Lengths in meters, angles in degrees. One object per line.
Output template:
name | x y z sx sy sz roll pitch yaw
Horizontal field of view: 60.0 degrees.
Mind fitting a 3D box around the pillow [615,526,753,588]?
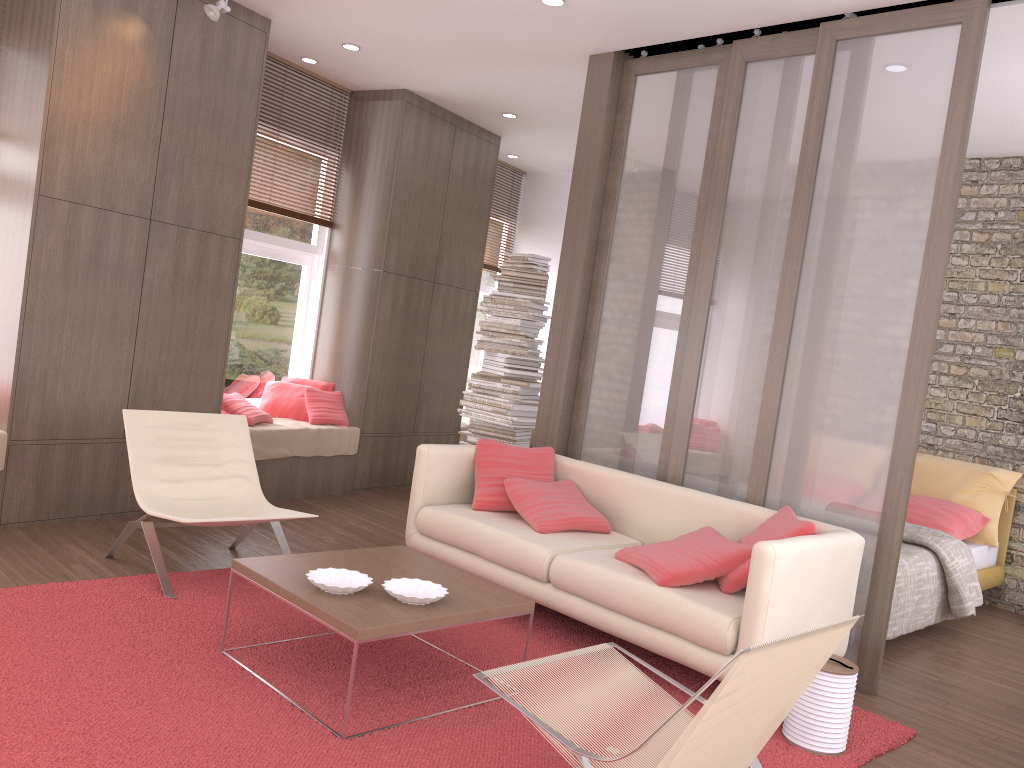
pillow | 0.792 0.783 4.056 0.467 0.224 0.507 7 3 -18

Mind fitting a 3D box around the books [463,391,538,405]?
books | -0.067 0.112 6.905 0.510 0.020 0.399 11 4 44

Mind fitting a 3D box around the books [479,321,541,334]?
books | -0.019 -0.441 6.900 0.379 0.039 0.297 10 3 39

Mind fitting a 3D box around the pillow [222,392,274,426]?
pillow | -1.959 0.177 6.459 0.354 0.200 0.403 9 3 9

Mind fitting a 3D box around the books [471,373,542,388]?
books | -0.010 -0.024 6.887 0.518 0.038 0.341 10 3 29

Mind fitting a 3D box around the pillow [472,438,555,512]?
pillow | 0.017 0.540 5.077 0.498 0.377 0.379 8 3 -11

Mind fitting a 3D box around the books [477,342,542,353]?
books | -0.014 -0.280 6.876 0.446 0.012 0.291 9 3 19

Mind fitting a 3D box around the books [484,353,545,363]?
books | 0.020 -0.202 6.883 0.345 0.010 0.443 7 3 -26

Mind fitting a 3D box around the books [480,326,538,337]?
books | -0.017 -0.407 6.891 0.379 0.028 0.297 9 3 19

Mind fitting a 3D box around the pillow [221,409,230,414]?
pillow | -2.174 0.177 6.363 0.373 0.150 0.397 8 3 -12

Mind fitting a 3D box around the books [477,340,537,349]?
books | -0.033 -0.306 6.903 0.395 0.007 0.308 9 3 19

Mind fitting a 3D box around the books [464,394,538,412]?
books | -0.042 0.150 6.911 0.542 0.046 0.421 11 4 44

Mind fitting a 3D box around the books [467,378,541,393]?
books | -0.056 0.009 6.898 0.469 0.038 0.364 10 3 29

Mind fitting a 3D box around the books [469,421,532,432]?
books | -0.086 0.326 6.863 0.405 0.018 0.300 9 3 24

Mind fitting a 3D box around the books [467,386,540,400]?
books | -0.053 0.070 6.910 0.469 0.028 0.368 10 3 29

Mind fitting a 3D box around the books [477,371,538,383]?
books | -0.030 -0.058 6.911 0.450 0.022 0.364 8 3 4

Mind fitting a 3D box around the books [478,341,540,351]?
books | -0.017 -0.294 6.886 0.412 0.011 0.308 9 3 19

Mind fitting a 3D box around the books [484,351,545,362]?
books | 0.026 -0.215 6.852 0.326 0.018 0.500 7 3 -26

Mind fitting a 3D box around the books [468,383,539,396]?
books | -0.062 0.041 6.876 0.442 0.025 0.346 10 3 29

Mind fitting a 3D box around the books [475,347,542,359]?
books | -0.023 -0.238 6.867 0.469 0.015 0.267 9 3 19

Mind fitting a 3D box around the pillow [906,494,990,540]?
pillow | 2.829 0.919 6.229 0.834 0.261 0.540 11 4 44

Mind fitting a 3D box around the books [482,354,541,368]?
books | -0.006 -0.180 6.888 0.308 0.036 0.417 7 3 -26

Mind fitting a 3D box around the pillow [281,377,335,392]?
pillow | -1.696 0.127 7.188 0.484 0.334 0.193 8 3 -5

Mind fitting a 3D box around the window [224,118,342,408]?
window | -2.001 -0.873 6.823 0.160 2.229 1.407 10 3 32

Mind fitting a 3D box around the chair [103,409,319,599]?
chair | -1.513 0.586 4.514 0.860 0.767 0.739 11 4 44

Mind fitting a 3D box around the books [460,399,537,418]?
books | -0.084 0.192 6.911 0.522 0.046 0.410 11 4 44

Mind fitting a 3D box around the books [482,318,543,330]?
books | 0.006 -0.466 6.889 0.388 0.020 0.287 10 3 39

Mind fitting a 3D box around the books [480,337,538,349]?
books | -0.016 -0.321 6.907 0.379 0.028 0.297 9 3 19

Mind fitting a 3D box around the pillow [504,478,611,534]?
pillow | 0.241 0.667 4.844 0.507 0.224 0.467 6 3 -33

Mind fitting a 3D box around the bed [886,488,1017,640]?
bed | 2.092 0.976 6.084 2.219 0.861 2.360 11 4 44

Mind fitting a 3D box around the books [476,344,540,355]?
books | -0.027 -0.269 6.887 0.432 0.013 0.288 9 3 19

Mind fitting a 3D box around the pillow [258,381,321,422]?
pillow | -1.771 0.132 7.026 0.485 0.279 0.270 8 3 -10

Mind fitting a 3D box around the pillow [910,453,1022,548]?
pillow | 3.099 0.813 6.476 1.021 0.557 0.366 11 4 44

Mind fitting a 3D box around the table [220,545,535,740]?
table | -0.529 0.957 3.492 0.850 0.378 0.850 11 4 44

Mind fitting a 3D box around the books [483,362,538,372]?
books | -0.020 -0.134 6.889 0.294 0.013 0.413 7 3 -26

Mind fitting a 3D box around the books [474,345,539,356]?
books | -0.038 -0.257 6.891 0.444 0.015 0.279 9 3 19

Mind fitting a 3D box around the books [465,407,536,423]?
books | -0.022 0.240 6.869 0.566 0.025 0.423 11 4 44

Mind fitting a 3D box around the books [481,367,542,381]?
books | -0.010 -0.079 6.888 0.322 0.030 0.435 7 3 -26

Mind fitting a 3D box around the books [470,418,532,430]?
books | -0.081 0.305 6.855 0.396 0.024 0.310 9 3 24

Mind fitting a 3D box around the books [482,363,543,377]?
books | 0.011 -0.105 6.845 0.317 0.030 0.524 7 3 -26

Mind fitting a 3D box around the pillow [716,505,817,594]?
pillow | 1.120 0.746 4.046 0.379 0.377 0.498 8 3 4

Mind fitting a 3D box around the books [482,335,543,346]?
books | 0.004 -0.341 6.881 0.388 0.020 0.287 10 3 39

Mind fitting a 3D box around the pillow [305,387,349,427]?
pillow | -1.473 0.186 7.040 0.357 0.278 0.264 6 3 -38

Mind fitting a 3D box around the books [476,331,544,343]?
books | -0.013 -0.363 6.879 0.467 0.020 0.283 9 3 19

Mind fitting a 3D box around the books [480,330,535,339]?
books | -0.034 -0.381 6.889 0.368 0.009 0.262 9 3 19

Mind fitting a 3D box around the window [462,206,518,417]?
window | -0.528 -0.775 9.218 0.160 2.229 1.407 10 3 32

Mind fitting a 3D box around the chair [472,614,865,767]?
chair | 0.416 0.952 2.597 0.853 0.762 0.739 11 4 44

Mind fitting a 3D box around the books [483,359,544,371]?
books | 0.011 -0.147 6.862 0.323 0.020 0.484 7 3 -26

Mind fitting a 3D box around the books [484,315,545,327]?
books | 0.024 -0.486 6.869 0.379 0.028 0.297 10 3 39
